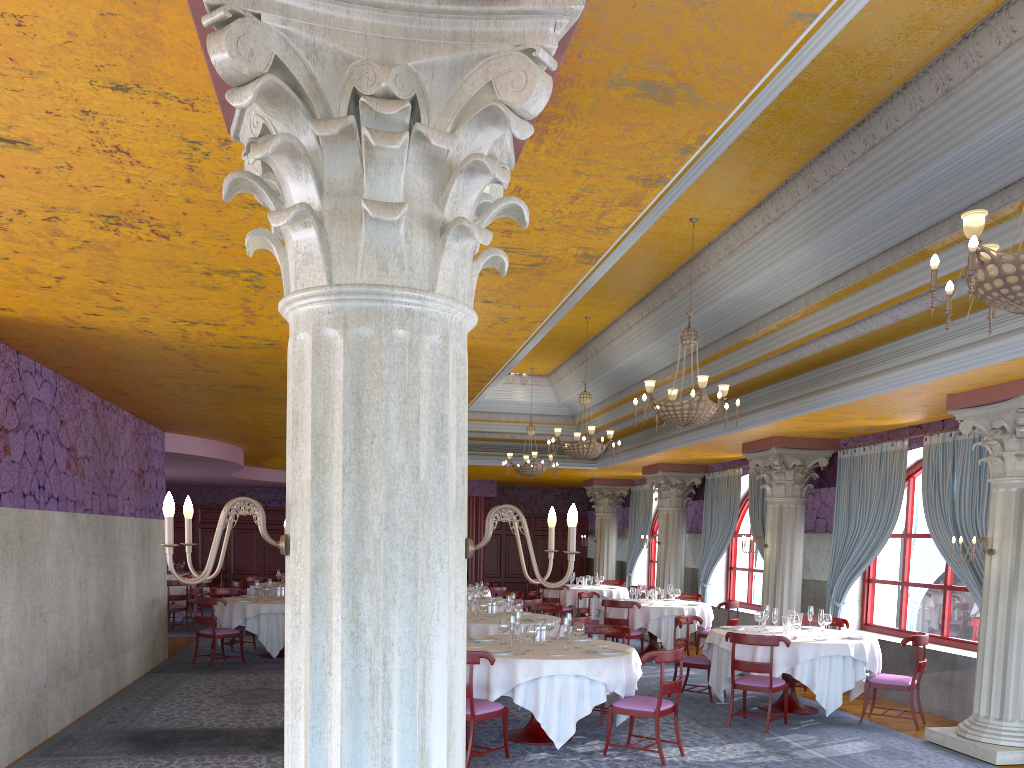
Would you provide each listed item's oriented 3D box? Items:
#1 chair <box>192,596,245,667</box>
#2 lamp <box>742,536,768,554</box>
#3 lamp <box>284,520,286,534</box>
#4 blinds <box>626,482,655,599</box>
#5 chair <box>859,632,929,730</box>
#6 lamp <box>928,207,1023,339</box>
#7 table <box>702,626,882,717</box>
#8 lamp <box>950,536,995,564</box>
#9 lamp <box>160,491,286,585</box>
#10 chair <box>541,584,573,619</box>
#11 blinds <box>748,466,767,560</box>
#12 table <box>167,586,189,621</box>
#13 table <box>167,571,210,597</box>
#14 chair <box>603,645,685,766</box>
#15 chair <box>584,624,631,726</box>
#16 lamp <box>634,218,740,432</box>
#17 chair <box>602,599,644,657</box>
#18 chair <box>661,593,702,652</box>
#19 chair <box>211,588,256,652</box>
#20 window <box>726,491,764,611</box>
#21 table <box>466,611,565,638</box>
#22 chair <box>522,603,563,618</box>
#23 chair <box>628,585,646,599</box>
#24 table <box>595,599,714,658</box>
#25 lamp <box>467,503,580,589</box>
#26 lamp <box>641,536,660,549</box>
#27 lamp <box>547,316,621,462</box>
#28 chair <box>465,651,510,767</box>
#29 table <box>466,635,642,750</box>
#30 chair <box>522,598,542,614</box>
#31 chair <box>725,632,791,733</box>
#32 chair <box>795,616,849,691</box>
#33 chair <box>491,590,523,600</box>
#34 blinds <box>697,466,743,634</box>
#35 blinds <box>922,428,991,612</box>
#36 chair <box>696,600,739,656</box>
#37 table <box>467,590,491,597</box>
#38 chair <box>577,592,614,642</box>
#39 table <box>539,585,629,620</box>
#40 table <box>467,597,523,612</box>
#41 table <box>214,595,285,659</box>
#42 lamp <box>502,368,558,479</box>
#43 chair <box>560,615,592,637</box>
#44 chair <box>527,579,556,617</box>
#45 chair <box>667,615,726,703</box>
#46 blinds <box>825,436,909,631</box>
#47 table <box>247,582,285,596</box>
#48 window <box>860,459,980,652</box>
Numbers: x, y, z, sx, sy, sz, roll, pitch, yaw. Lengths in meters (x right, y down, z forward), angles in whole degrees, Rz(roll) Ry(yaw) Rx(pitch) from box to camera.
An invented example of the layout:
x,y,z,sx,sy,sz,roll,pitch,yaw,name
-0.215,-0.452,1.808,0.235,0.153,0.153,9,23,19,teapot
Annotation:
x,y,z,sx,sy,sz,roll,pitch,yaw,name
-4.628,3.872,13.466,0.745,1.105,0.644,1,1,34,chair
3.739,2.484,13.237,0.382,0.277,0.340,3,-5,-23,lamp
-1.780,1.311,7.376,0.382,0.277,0.340,3,-5,-23,lamp
3.151,4.228,21.312,0.245,3.567,1.686,0,2,-9,blinds
4.500,3.451,10.041,0.642,1.105,0.747,2,1,35,chair
2.676,-1.417,4.219,0.953,2.206,0.953,3,3,34,lamp
3.486,3.607,10.737,2.081,0.961,2.107,2,-8,-10,table
4.611,1.663,8.573,0.382,0.277,0.340,3,-5,-23,lamp
-0.906,0.489,2.700,0.382,0.277,0.340,3,-5,-23,lamp
1.014,5.035,19.262,0.745,1.105,0.644,1,1,34,chair
4.378,3.073,14.745,0.245,3.567,1.686,0,2,-12,blinds
-8.066,4.739,18.406,2.081,0.961,2.107,2,-8,-10,table
-9.104,5.500,22.760,2.081,0.961,2.107,2,-8,-10,table
1.297,3.061,8.252,0.642,1.105,0.747,2,1,35,chair
0.980,3.359,9.947,0.745,1.105,0.644,1,1,34,chair
1.822,-0.613,8.788,0.953,2.206,0.953,3,3,34,lamp
1.890,4.211,14.577,0.745,1.105,0.644,1,1,34,chair
3.275,4.603,16.592,0.745,1.105,0.644,1,1,34,chair
-4.945,4.170,15.161,0.642,1.105,0.747,2,1,35,chair
4.834,2.950,15.799,0.160,2.562,3.583,0,-5,-11,window
-0.304,3.769,12.090,2.081,0.961,2.107,2,-8,-10,table
0.393,3.912,13.090,0.745,1.105,0.644,1,1,34,chair
2.717,5.129,19.581,0.642,1.105,0.747,2,1,35,chair
2.578,4.461,15.592,2.081,0.961,2.107,2,-8,-10,table
0.043,0.531,2.819,0.382,0.277,0.340,3,-5,-23,lamp
2.874,3.298,17.867,0.382,0.277,0.340,3,-5,-23,lamp
1.089,0.076,12.706,0.953,2.206,0.953,3,3,34,lamp
-0.405,2.967,7.933,0.745,1.105,0.644,1,1,34,chair
0.283,3.216,8.947,2.081,0.961,2.107,2,-8,-10,table
0.150,4.141,14.391,0.642,1.105,0.747,2,1,35,chair
2.797,3.357,9.722,0.745,1.105,0.644,1,1,34,chair
4.183,3.749,11.737,0.745,1.105,0.644,1,1,34,chair
-0.167,4.439,16.087,0.745,1.105,0.644,1,1,34,chair
4.011,3.419,16.712,0.245,3.567,1.686,0,2,-9,blinds
5.258,2.245,10.038,0.245,3.567,1.686,0,2,-12,blinds
3.592,4.305,14.896,0.642,1.105,0.747,2,1,35,chair
-1.471,4.868,18.335,2.081,0.961,2.107,2,-8,-10,table
1.573,4.510,16.273,0.642,1.105,0.747,2,1,35,chair
1.703,5.285,20.277,2.081,0.961,2.107,2,-8,-10,table
-0.864,4.296,15.086,2.081,0.961,2.107,2,-8,-10,table
-3.939,4.121,14.480,2.081,0.961,2.107,2,-8,-10,table
0.369,0.754,16.561,0.953,2.206,0.953,3,3,34,lamp
0.710,3.614,11.394,0.642,1.105,0.747,2,1,35,chair
0.697,5.334,20.958,0.642,1.105,0.747,2,1,35,chair
2.480,3.656,11.418,0.642,1.105,0.747,2,1,35,chair
4.891,2.591,12.005,0.245,3.567,1.686,0,2,-9,blinds
-4.719,4.856,18.655,2.081,0.961,2.107,2,-8,-10,table
5.705,2.130,11.136,0.160,2.562,3.583,0,-5,-11,window
